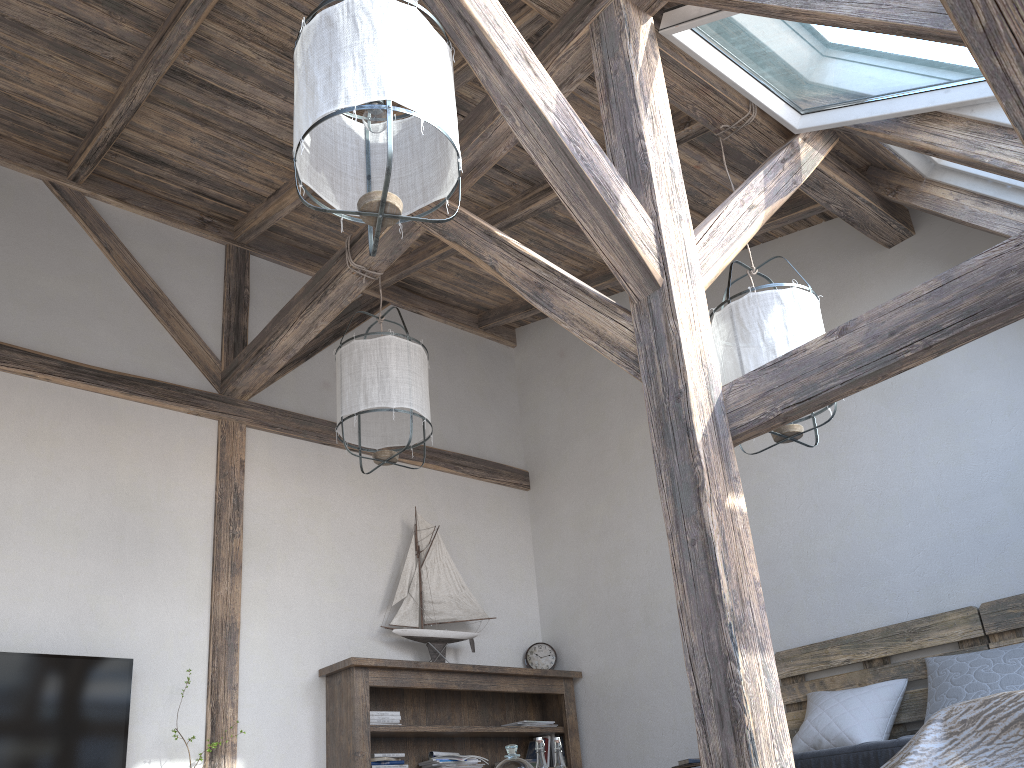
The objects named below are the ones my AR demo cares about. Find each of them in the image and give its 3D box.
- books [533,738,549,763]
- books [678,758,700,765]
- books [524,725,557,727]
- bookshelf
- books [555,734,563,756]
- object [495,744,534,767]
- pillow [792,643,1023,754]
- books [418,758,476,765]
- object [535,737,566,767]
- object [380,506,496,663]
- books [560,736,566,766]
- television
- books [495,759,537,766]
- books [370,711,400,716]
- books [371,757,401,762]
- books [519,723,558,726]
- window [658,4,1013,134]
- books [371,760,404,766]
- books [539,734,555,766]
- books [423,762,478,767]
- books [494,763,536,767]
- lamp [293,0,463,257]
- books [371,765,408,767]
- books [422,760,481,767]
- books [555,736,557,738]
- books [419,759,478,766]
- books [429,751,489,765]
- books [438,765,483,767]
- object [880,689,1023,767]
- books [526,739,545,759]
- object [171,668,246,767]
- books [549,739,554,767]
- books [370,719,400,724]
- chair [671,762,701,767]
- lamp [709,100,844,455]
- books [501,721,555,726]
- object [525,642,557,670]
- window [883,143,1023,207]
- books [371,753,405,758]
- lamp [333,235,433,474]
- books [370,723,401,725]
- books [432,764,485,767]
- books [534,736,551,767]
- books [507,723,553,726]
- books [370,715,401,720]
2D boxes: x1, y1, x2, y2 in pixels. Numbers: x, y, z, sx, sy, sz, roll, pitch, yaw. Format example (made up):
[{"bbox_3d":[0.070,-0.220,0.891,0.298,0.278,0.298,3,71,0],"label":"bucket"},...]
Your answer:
[{"bbox_3d":[0.161,2.229,5.297,0.060,0.168,0.144,14,-30,-38],"label":"books"},{"bbox_3d":[0.953,1.887,4.405,0.204,0.020,0.157,1,-28,-11],"label":"books"},{"bbox_3d":[0.108,2.076,5.302,0.210,0.008,0.263,-28,-35,37],"label":"books"},{"bbox_3d":[-0.252,2.175,4.873,1.649,1.122,0.358,17,-31,-38],"label":"bookshelf"},{"bbox_3d":[0.256,2.245,5.371,0.021,0.192,0.140,13,-29,-37],"label":"books"},{"bbox_3d":[0.008,1.295,2.850,0.157,0.236,0.162,-12,-25,15],"label":"object"},{"bbox_3d":[1.634,1.325,3.678,0.356,0.339,1.165,15,-33,-36],"label":"pillow"},{"bbox_3d":[-0.357,2.078,4.848,0.260,0.008,0.213,10,-31,-27],"label":"books"},{"bbox_3d":[0.134,1.326,2.956,0.156,0.256,0.073,15,-30,-38],"label":"object"},{"bbox_3d":[-0.432,1.206,5.219,0.799,0.948,0.145,12,-28,-34],"label":"object"},{"bbox_3d":[0.272,2.262,5.392,0.020,0.177,0.144,13,-30,-37],"label":"books"},{"bbox_3d":[-2.125,1.431,3.547,1.120,0.674,0.213,17,-31,-38],"label":"television"},{"bbox_3d":[0.023,2.221,5.160,0.207,0.020,0.155,14,-33,-33],"label":"books"},{"bbox_3d":[-0.731,1.766,4.685,0.222,0.020,0.162,17,-34,-37],"label":"books"},{"bbox_3d":[-0.680,1.973,4.611,0.133,0.020,0.207,-12,-28,13],"label":"books"},{"bbox_3d":[0.118,2.072,5.315,0.209,0.008,0.264,-26,-33,35],"label":"books"},{"bbox_3d":[1.211,-0.995,2.421,0.868,1.219,1.392,14,-31,-37],"label":"window"},{"bbox_3d":[-0.685,1.990,4.601,0.209,0.019,0.152,8,-30,-23],"label":"books"},{"bbox_3d":[0.220,2.238,5.352,0.021,0.192,0.139,13,-29,-37],"label":"books"},{"bbox_3d":[-0.346,2.097,4.832,0.259,0.008,0.213,7,-29,-22],"label":"books"},{"bbox_3d":[0.028,2.247,5.159,0.221,0.029,0.167,15,-33,-34],"label":"books"},{"bbox_3d":[-0.370,-0.971,2.335,0.412,1.246,0.413,-15,-24,22],"label":"lamp"},{"bbox_3d":[-0.677,2.009,4.599,0.223,0.016,0.162,17,-34,-37],"label":"books"},{"bbox_3d":[-0.334,2.089,4.838,0.261,0.008,0.212,13,-32,-31],"label":"books"},{"bbox_3d":[0.235,2.250,5.362,0.020,0.177,0.144,13,-30,-37],"label":"books"},{"bbox_3d":[-0.349,2.085,4.844,0.261,0.008,0.212,13,-32,-31],"label":"books"},{"bbox_3d":[-0.294,2.070,4.865,0.224,0.084,0.269,-18,-29,25],"label":"books"},{"bbox_3d":[-0.322,2.111,4.829,0.261,0.008,0.212,14,-33,-33],"label":"books"},{"bbox_3d":[1.022,0.891,1.924,1.009,0.453,0.849,0,-26,-11],"label":"object"},{"bbox_3d":[0.134,2.224,5.278,0.083,0.164,0.135,13,-30,-37],"label":"books"},{"bbox_3d":[-1.329,1.877,4.046,0.280,1.070,0.529,-20,-27,31],"label":"object"},{"bbox_3d":[0.201,2.248,5.337,0.018,0.165,0.120,13,-29,-37],"label":"books"},{"bbox_3d":[-0.710,1.794,4.653,0.187,0.018,0.144,17,-34,-37],"label":"books"},{"bbox_3d":[0.987,2.134,4.326,0.358,0.497,0.366,12,-29,-34],"label":"chair"},{"bbox_3d":[0.889,-0.476,3.306,0.407,1.449,0.418,-5,-22,-1],"label":"lamp"},{"bbox_3d":[0.097,2.053,5.310,0.263,0.008,0.210,20,-36,-39],"label":"books"},{"bbox_3d":[0.186,1.761,5.639,0.204,0.200,0.086,-3,-23,-5],"label":"object"},{"bbox_3d":[1.888,-0.748,3.022,0.868,1.219,1.130,14,-31,-37],"label":"window"},{"bbox_3d":[-0.679,1.959,4.623,0.187,0.018,0.144,17,-34,-37],"label":"books"},{"bbox_3d":[-0.565,-0.150,3.826,0.400,1.035,0.426,-5,-23,-1],"label":"lamp"},{"bbox_3d":[-0.721,1.817,4.660,0.224,0.016,0.161,21,-37,-41],"label":"books"},{"bbox_3d":[-0.311,2.107,4.839,0.262,0.008,0.211,16,-34,-35],"label":"books"},{"bbox_3d":[0.177,2.230,5.319,0.051,0.182,0.143,13,-30,-38],"label":"books"},{"bbox_3d":[0.086,2.059,5.302,0.261,0.008,0.212,13,-32,-31],"label":"books"},{"bbox_3d":[-0.725,1.783,4.672,0.222,0.020,0.162,17,-34,-37],"label":"books"}]
